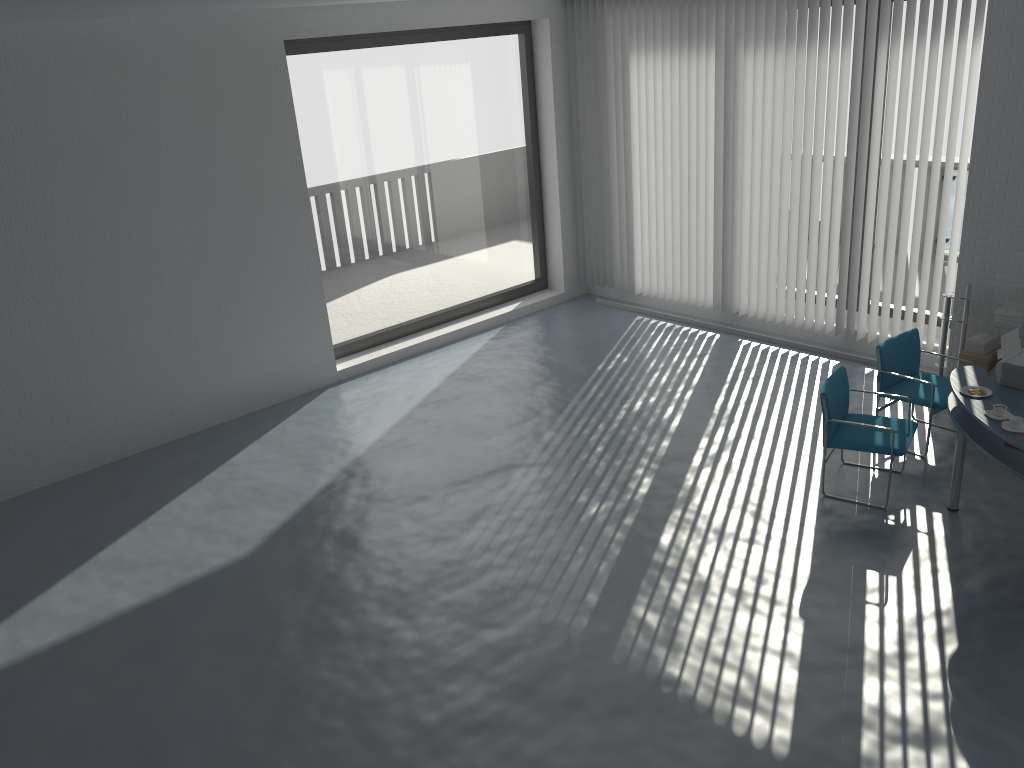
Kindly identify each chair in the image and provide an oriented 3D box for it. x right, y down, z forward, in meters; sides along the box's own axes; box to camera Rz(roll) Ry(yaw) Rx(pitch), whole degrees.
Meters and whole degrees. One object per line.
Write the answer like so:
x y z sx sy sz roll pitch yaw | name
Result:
2.869 0.051 6.191 0.542 0.707 0.543 -20 27 -33 | chair
2.251 0.325 5.642 0.543 0.707 0.542 10 26 31 | chair

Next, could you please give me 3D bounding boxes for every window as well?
2.689 -2.091 8.155 0.008 2.562 3.635 -23 28 -37 | window
-0.846 -1.960 8.797 2.824 2.691 0.008 -23 28 -37 | window

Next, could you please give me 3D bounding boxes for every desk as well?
3.134 0.460 4.870 1.402 0.900 2.282 5 24 23 | desk

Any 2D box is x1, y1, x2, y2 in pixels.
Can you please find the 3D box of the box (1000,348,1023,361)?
3.716 -0.134 6.451 0.347 0.133 0.207 -22 28 -37 | box

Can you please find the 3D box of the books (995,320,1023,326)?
3.642 -0.476 6.422 0.190 0.015 0.270 16 30 41 | books

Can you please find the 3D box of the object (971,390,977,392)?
2.509 0.037 4.813 0.027 0.005 0.025 -20 27 -33 | object

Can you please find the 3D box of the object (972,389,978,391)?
2.523 0.034 4.831 0.025 0.005 0.027 -4 22 1 | object

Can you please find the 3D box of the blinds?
2.066 -2.060 8.121 0.158 2.955 4.001 -23 28 -37 | blinds

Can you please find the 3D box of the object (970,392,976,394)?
2.491 0.048 4.790 0.027 0.005 0.025 7 25 27 | object

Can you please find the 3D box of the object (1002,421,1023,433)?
2.491 0.215 4.388 0.119 0.016 0.119 7 25 26 | object

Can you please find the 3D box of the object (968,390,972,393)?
2.493 0.040 4.822 0.025 0.005 0.027 -6 22 -3 | object

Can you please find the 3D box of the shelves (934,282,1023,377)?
3.653 -0.225 6.521 0.441 0.848 0.896 -22 28 -36 | shelves

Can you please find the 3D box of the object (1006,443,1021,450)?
2.585 0.333 4.459 0.011 0.010 0.200 -18 25 -29 | object

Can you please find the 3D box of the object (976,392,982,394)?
2.521 0.049 4.782 0.025 0.005 0.027 13 28 37 | object

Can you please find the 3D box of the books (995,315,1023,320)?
3.647 -0.518 6.404 0.270 0.015 0.190 -22 28 -36 | books

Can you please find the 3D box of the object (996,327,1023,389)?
3.030 -0.163 5.237 0.392 0.273 0.197 -20 26 -33 | object

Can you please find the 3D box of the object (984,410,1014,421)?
2.486 0.159 4.527 0.119 0.016 0.119 -6 22 -3 | object

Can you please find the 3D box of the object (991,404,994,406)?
2.515 0.119 4.609 0.025 0.021 0.119 -2 22 6 | object

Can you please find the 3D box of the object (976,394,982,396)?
2.513 0.058 4.773 0.027 0.005 0.025 12 27 35 | object

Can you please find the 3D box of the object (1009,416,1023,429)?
2.496 0.192 4.382 0.078 0.049 0.062 -12 23 -18 | object

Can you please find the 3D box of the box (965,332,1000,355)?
3.510 -0.304 6.616 0.234 0.090 0.139 -20 27 -33 | box

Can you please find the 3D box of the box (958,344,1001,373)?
3.519 -0.202 6.659 0.207 0.133 0.347 16 30 41 | box

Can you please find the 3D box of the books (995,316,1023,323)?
3.643 -0.502 6.404 0.270 0.015 0.190 -23 28 -38 | books

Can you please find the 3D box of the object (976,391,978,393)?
2.520 0.046 4.800 0.025 0.005 0.027 10 26 32 | object

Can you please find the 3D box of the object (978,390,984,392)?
2.540 0.038 4.805 0.027 0.005 0.025 -3 22 5 | object

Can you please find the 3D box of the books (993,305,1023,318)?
3.623 -0.531 6.402 0.190 0.015 0.270 17 30 42 | books

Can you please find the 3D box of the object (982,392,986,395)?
2.544 0.050 4.786 0.025 0.005 0.027 2 23 15 | object

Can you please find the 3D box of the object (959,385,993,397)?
2.513 0.044 4.805 0.162 0.011 0.162 -4 22 2 | object

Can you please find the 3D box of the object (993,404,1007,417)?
2.489 0.135 4.523 0.062 0.049 0.078 13 28 36 | object

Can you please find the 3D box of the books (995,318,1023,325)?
3.649 -0.489 6.413 0.270 0.015 0.190 -22 28 -37 | books

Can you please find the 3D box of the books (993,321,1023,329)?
3.643 -0.463 6.428 0.270 0.015 0.190 -23 28 -38 | books
